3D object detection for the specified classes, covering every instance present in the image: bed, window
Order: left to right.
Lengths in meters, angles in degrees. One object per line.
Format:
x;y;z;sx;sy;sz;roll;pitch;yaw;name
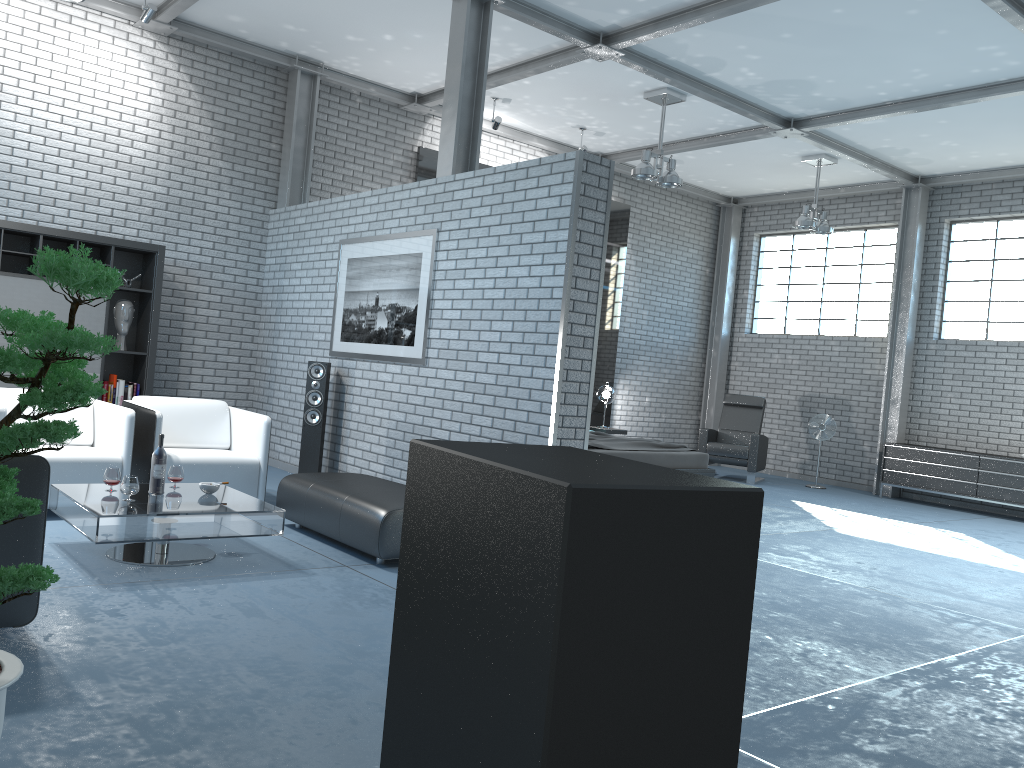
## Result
0.847;0.734;10.014;2.290;0.674;2.261;5;1;-40;bed
4.371;-1.402;12.433;0.100;1.500;2.200;5;1;-40;window
6.142;-1.208;10.273;0.100;1.500;2.200;5;1;-40;window

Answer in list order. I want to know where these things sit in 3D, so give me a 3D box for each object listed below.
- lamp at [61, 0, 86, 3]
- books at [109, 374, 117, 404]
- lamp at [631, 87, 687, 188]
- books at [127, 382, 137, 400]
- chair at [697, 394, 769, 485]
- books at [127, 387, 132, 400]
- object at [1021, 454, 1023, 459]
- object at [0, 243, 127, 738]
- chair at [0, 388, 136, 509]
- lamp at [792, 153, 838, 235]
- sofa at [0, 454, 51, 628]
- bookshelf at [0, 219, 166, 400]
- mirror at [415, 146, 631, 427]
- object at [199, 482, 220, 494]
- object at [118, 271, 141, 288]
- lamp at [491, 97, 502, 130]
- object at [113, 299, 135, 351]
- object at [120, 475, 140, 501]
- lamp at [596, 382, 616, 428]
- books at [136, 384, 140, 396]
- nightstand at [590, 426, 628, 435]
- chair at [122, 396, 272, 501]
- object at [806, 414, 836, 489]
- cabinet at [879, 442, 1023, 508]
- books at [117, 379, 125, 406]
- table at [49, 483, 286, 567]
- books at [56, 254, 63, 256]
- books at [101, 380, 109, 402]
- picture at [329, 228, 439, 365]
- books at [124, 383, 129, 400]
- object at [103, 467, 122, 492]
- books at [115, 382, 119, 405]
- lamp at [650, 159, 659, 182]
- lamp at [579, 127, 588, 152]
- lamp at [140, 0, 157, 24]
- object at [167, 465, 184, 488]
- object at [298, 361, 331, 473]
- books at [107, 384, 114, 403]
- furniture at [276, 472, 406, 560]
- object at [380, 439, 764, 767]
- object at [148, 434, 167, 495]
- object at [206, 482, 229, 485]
-2.826;-2.803;5.239;0.639;0.872;0.300;5;1;-40;lamp
-3.444;0.082;7.631;0.026;0.329;0.155;5;1;-40;books
1.479;-2.445;8.802;0.639;0.872;0.300;5;1;-40;lamp
-3.323;0.122;7.734;0.038;0.270;0.155;5;1;-40;books
2.919;0.683;11.565;0.763;1.099;0.940;6;1;25;chair
-3.349;0.140;7.715;0.026;0.229;0.155;5;1;-40;books
5.809;0.724;9.712;0.151;0.244;0.496;5;1;-15;object
-1.372;0.270;2.278;0.586;1.362;1.032;5;1;10;object
-2.922;0.388;5.561;0.767;0.661;0.919;5;1;-42;chair
3.632;-2.266;10.584;0.639;0.872;0.300;5;1;-40;lamp
-2.724;0.430;3.737;0.919;0.661;2.238;5;1;-40;sofa
-3.957;-0.318;7.244;1.930;1.920;0.419;5;1;-40;bookshelf
0.115;-0.777;10.911;3.400;3.500;0.050;5;1;-40;mirror
-1.636;0.566;4.792;0.108;0.056;0.108;5;1;-43;object
-3.327;-0.901;7.691;0.072;0.147;0.322;6;1;22;object
-0.181;-2.892;9.494;0.137;0.311;0.166;5;1;-15;lamp
-3.376;-0.511;7.690;0.156;0.443;0.156;5;1;4;object
-1.889;0.516;4.382;0.089;0.120;0.089;6;1;16;object
1.223;0.267;11.586;0.259;0.596;0.250;5;1;-31;lamp
-3.298;0.127;7.755;0.027;0.263;0.155;5;1;-40;books
1.196;0.822;11.520;0.400;0.501;0.400;5;1;-40;nightstand
-2.209;0.448;6.103;0.767;0.661;0.919;5;1;-37;chair
3.939;0.854;11.365;0.342;0.954;0.258;6;1;16;object
5.423;1.146;10.140;0.510;0.682;2.250;5;1;-40;cabinet
-3.400;0.106;7.664;0.046;0.288;0.164;5;1;-40;books
-1.798;0.733;4.585;0.900;0.300;0.900;5;1;-40;table
-3.753;-1.056;7.300;0.190;0.015;0.135;5;1;-28;books
-3.504;0.107;7.584;0.049;0.270;0.155;5;1;-40;books
-1.065;-0.693;7.128;0.020;1.015;1.490;5;1;-40;picture
-3.376;0.124;7.698;0.038;0.256;0.144;5;1;-40;books
-2.079;0.495;4.610;0.089;0.120;0.089;6;1;16;object
-3.430;0.113;7.647;0.020;0.270;0.153;5;1;-40;books
1.787;-2.713;11.141;0.161;0.343;0.137;6;1;20;lamp
0.796;-2.800;10.320;0.167;0.332;0.137;6;1;40;lamp
-2.971;-3.113;7.202;0.167;0.332;0.137;6;1;40;lamp
-1.860;0.512;4.905;0.089;0.120;0.089;6;1;16;object
-1.652;0.335;7.409;0.159;1.045;0.254;5;1;-5;object
-3.467;0.122;7.606;0.038;0.244;0.171;5;1;-40;books
-0.844;0.761;5.378;0.685;0.301;1.291;5;1;-40;furniture
-0.008;0.577;0.674;0.159;1.045;0.254;5;1;-30;object
-1.843;0.419;4.631;0.079;0.316;0.079;5;1;-7;object
-1.606;0.559;4.822;0.024;0.052;0.128;6;1;44;object
